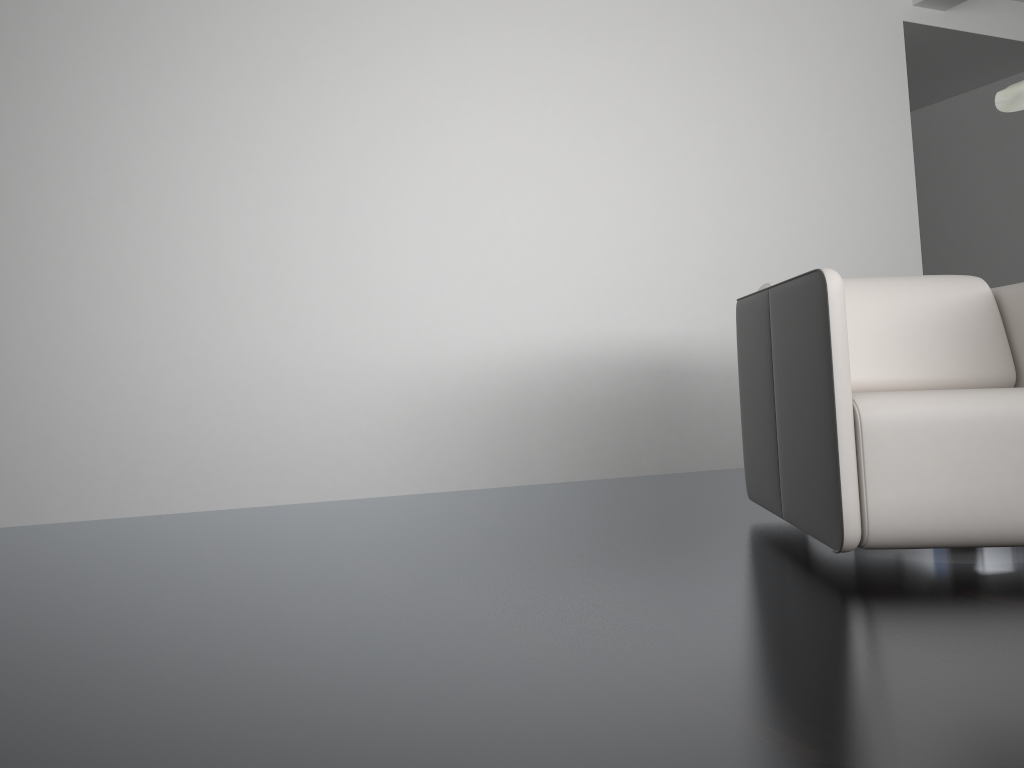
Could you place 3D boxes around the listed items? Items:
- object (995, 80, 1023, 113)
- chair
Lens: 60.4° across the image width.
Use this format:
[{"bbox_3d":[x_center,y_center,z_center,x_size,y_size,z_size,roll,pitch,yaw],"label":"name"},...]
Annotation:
[{"bbox_3d":[0.694,0.016,0.756,0.445,0.806,0.375,2,-6,-39],"label":"object"},{"bbox_3d":[1.069,0.015,2.308,0.767,0.668,0.912,-2,-2,2],"label":"chair"}]
